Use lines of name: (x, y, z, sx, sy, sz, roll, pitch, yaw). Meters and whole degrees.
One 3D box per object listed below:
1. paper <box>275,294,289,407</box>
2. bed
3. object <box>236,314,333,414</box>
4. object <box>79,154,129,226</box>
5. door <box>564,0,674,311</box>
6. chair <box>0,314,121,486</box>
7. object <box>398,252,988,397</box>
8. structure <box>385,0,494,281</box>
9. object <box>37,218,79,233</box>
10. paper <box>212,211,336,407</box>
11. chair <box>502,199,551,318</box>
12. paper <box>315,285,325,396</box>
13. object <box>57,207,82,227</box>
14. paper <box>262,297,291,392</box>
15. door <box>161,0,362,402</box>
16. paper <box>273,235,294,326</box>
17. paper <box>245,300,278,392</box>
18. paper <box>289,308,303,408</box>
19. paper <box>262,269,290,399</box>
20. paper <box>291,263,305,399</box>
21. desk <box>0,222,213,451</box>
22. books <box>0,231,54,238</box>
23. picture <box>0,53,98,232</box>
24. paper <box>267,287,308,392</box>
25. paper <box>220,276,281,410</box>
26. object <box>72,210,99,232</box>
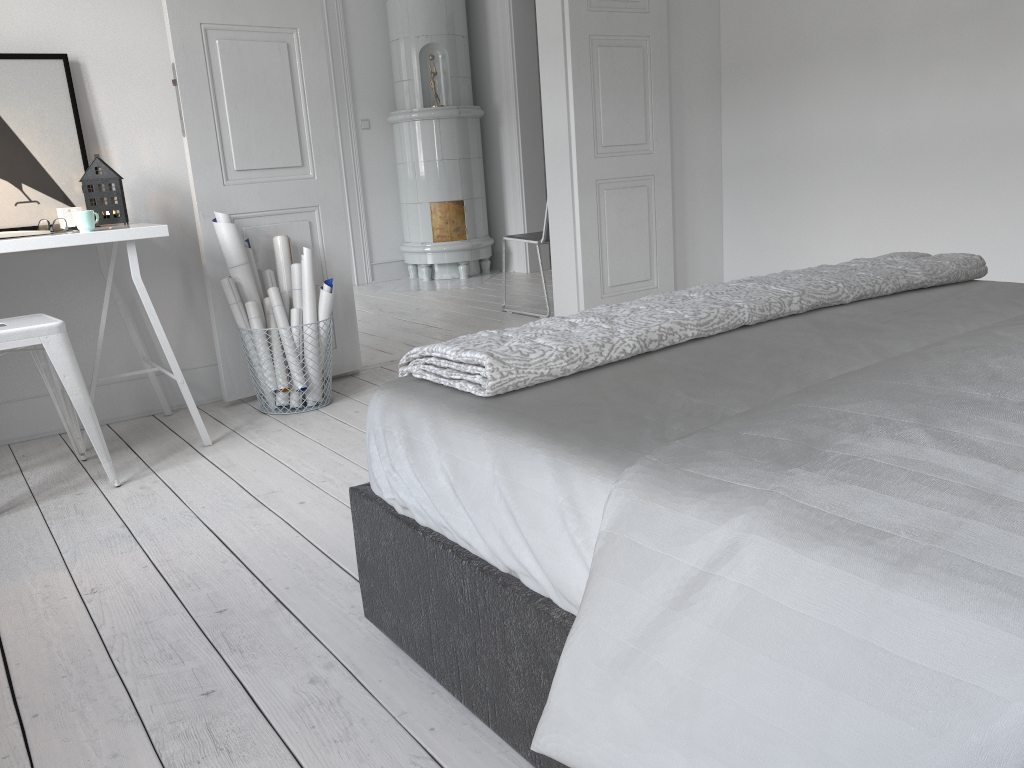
paper: (-0.921, -0.137, 3.557, 0.054, 0.431, 0.253, -4, 14, 2)
bed: (0.931, -0.052, 1.219, 1.889, 1.167, 2.177, -13, 17, -32)
object: (-0.892, -0.086, 3.574, 0.375, 0.350, 0.374, -13, 16, -30)
object: (-1.454, -0.690, 3.159, 0.135, 0.248, 0.135, -9, 15, -17)
door: (0.574, -1.514, 4.674, 0.666, 2.324, 0.034, -13, 16, -32)
chair: (-1.527, 0.075, 2.744, 0.407, 0.527, 0.409, -15, 18, -37)
object: (0.464, -0.167, 1.913, 1.460, 0.104, 0.405, -13, 17, -32)
structure: (-0.623, -2.241, 7.165, 0.788, 2.741, 0.788, 7, 18, 38)
object: (-1.491, -0.529, 2.947, 0.114, 0.047, 0.133, 9, 19, 43)
paper: (-0.923, -0.307, 3.545, 0.431, 0.793, 0.181, -2, 14, 9)
chair: (0.271, -0.852, 5.370, 0.562, 0.797, 0.525, -13, 17, -32)
paper: (-0.807, -0.177, 3.664, 0.057, 0.464, 0.123, 3, 16, 28)
object: (-1.568, -0.590, 3.153, 0.065, 0.073, 0.078, -15, 17, -36)
paper: (-0.936, -0.158, 3.524, 0.047, 0.358, 0.240, -9, 15, -19)
door: (-1.026, -1.124, 3.585, 0.678, 2.324, 0.034, -17, 18, -41)
paper: (-0.914, -0.276, 3.676, 0.073, 0.668, 0.181, -7, 14, -11)
paper: (-0.980, -0.147, 3.477, 0.129, 0.360, 0.047, 9, 19, 44)
paper: (-0.862, -0.109, 3.566, 0.078, 0.389, 0.234, -5, 14, -3)
paper: (-0.943, -0.195, 3.629, 0.047, 0.541, 0.200, -12, 16, -29)
paper: (-0.861, -0.214, 3.633, 0.060, 0.553, 0.153, -1, 14, 12)
desk: (-1.727, -0.093, 2.970, 1.163, 0.776, 0.641, -13, 17, -32)
books: (-1.675, -0.468, 2.791, 0.291, 0.029, 0.358, 8, 19, 41)
picture: (-1.784, -0.849, 3.142, 0.493, 0.614, 0.062, -13, 16, -32)
paper: (-0.890, -0.179, 3.518, 0.049, 0.402, 0.244, -12, 16, -30)
paper: (-1.025, -0.158, 3.491, 0.166, 0.546, 0.046, -7, 14, -10)
object: (-1.362, -0.523, 2.846, 0.082, 0.065, 0.064, -14, 17, -34)
